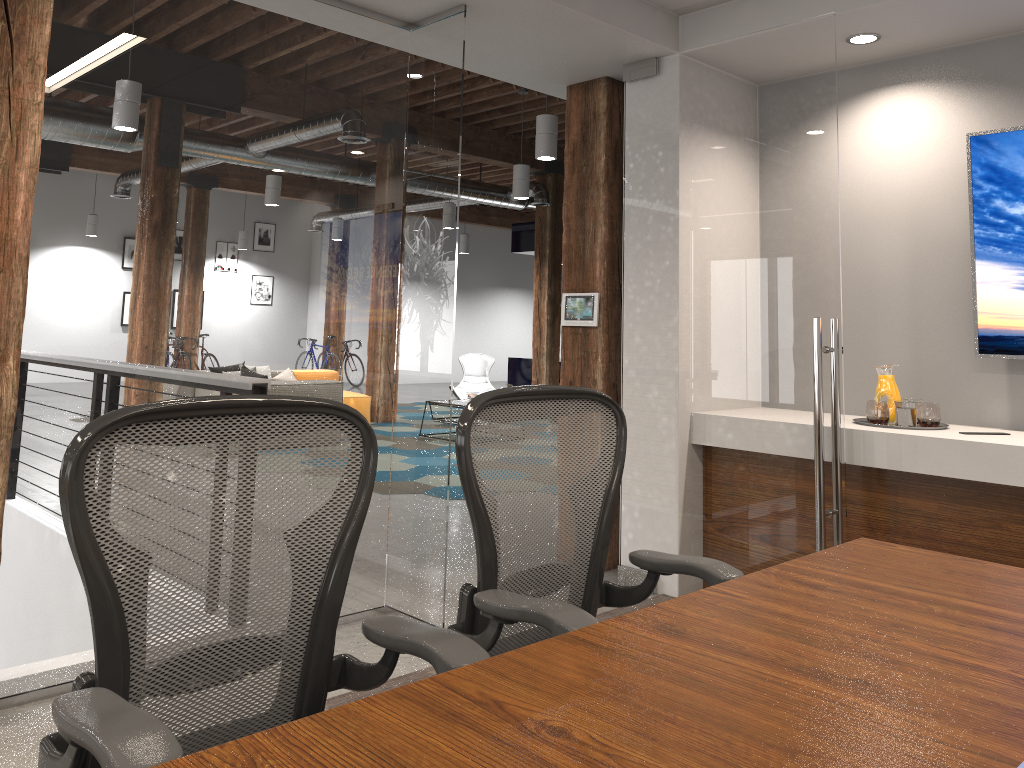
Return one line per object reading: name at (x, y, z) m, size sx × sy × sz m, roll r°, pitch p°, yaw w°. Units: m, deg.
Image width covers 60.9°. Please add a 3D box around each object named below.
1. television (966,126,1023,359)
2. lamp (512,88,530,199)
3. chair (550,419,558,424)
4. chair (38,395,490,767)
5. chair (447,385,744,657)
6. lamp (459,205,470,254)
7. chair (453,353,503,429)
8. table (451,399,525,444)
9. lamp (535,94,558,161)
television at (2.758, -0.603, 3.280) m, size 0.064 × 1.125 × 1.905 m, roll 9°, pitch -5°, yaw -44°
lamp at (0.132, -3.202, 10.721) m, size 0.203 × 1.898 × 0.201 m, roll 8°, pitch -10°, yaw -44°
chair at (0.793, 0.226, 9.291) m, size 0.788 × 0.939 × 0.666 m, roll 2°, pitch -4°, yaw -6°
chair at (-0.341, 0.587, 1.380) m, size 0.791 × 1.111 × 0.760 m, roll -1°, pitch -4°, yaw 30°
chair at (0.244, 0.573, 1.877) m, size 0.794 × 1.111 × 0.757 m, roll 4°, pitch -5°, yaw -38°
lamp at (-0.988, -3.711, 18.593) m, size 0.203 × 1.898 × 0.201 m, roll 8°, pitch -10°, yaw -44°
chair at (-0.502, 0.078, 11.145) m, size 0.674 × 0.938 × 0.780 m, roll 3°, pitch -3°, yaw -16°
table at (-0.441, 0.403, 9.794) m, size 0.843 × 0.394 × 0.841 m, roll 0°, pitch 2°, yaw -44°
lamp at (0.344, -3.047, 8.258) m, size 0.203 × 1.898 × 0.201 m, roll 8°, pitch -10°, yaw -44°
